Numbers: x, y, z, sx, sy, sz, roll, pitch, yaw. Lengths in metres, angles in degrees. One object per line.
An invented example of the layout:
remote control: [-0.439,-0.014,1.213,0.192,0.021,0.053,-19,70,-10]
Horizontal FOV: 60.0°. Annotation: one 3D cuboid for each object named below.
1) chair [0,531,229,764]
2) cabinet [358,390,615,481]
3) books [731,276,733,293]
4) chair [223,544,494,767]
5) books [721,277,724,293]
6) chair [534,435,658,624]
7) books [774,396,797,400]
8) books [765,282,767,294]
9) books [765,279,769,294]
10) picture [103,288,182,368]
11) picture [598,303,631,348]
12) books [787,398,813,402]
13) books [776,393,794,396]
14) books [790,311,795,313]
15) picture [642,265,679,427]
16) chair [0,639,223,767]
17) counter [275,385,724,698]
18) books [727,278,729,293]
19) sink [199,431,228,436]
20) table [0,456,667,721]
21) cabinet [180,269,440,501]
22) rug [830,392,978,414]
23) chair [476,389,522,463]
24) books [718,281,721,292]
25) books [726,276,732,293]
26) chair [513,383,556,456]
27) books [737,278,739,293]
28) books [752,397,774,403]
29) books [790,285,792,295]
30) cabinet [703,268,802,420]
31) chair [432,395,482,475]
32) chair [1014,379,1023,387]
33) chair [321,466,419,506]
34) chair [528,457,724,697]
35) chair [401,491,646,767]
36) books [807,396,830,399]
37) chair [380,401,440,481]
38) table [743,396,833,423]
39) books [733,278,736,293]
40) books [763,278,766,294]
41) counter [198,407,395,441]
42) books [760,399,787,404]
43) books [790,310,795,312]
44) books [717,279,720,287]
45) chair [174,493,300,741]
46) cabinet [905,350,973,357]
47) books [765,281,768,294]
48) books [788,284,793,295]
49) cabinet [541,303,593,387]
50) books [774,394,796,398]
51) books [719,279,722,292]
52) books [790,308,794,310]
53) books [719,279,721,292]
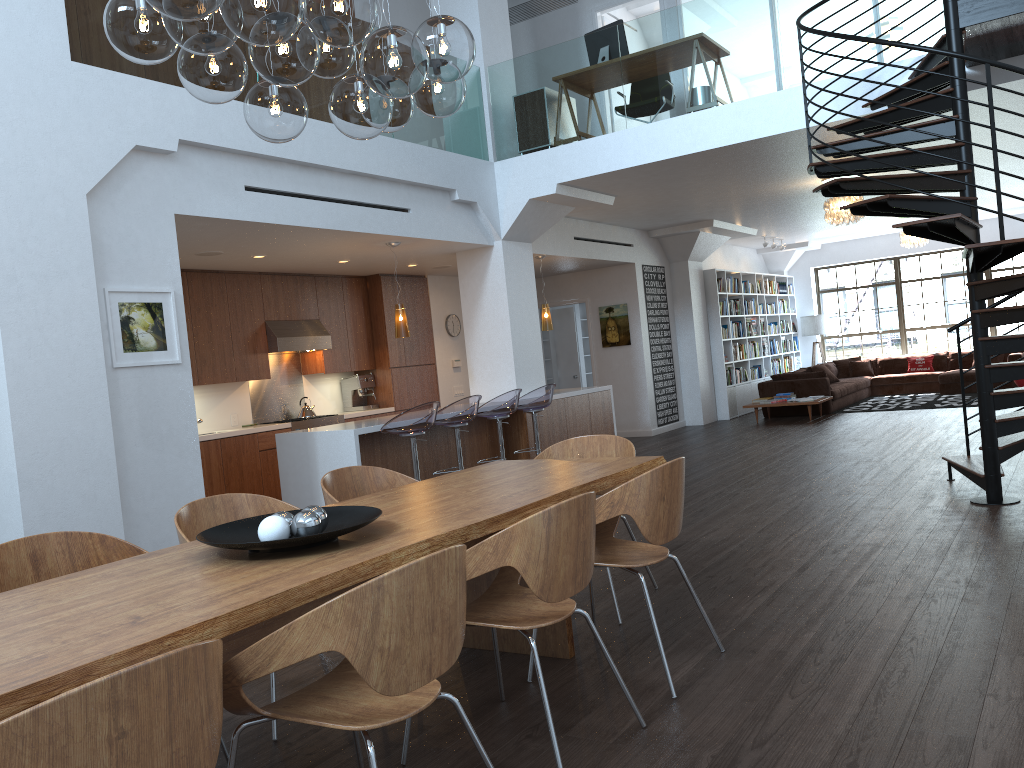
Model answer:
chair: [-1.403,0.924,2.935,0.618,0.833,0.629,-5,2,33]
cabinet: [-0.345,0.668,9.204,0.898,0.796,4.493,-5,2,33]
books: [3.594,-1.650,14.820,0.197,0.290,0.136,-5,2,33]
chair: [-0.384,0.837,2.277,0.618,0.833,0.629,-5,2,33]
books: [3.360,-1.601,14.443,0.170,0.251,0.118,-5,2,33]
chair: [0.355,0.706,4.520,0.629,0.833,0.618,-5,2,28]
books: [4.162,0.223,13.499,0.312,0.037,0.216,-5,2,23]
books: [4.619,-1.771,16.410,0.159,0.241,0.038,-5,2,33]
books: [4.687,-1.805,16.517,0.176,0.290,0.053,-5,2,33]
picture: [-2.394,-0.370,5.766,0.018,0.500,0.500,-5,2,33]
picture: [1.497,-0.849,12.936,0.450,0.600,0.030,-5,2,33]
books: [4.217,0.230,12.974,0.231,0.040,0.342,-6,1,-17]
books: [4.157,0.156,13.499,0.224,0.027,0.157,-5,2,38]
books: [5.482,-1.416,17.729,0.197,0.035,0.284,-6,2,-27]
picture: [2.235,-0.584,13.260,0.021,2.380,0.800,-5,2,33]
chair: [-0.817,0.897,1.630,0.618,0.833,0.629,-5,2,33]
counter: [-0.461,0.704,7.344,3.039,0.860,8.182,-6,1,4]
books: [3.491,-1.616,14.647,0.170,0.251,0.118,-5,2,33]
sink: [-3.087,0.582,8.811,0.440,0.137,0.740,-5,2,33]
table: [-0.679,0.893,2.906,1.012,0.750,3.803,-5,2,33]
cabinet: [-2.666,0.047,9.543,0.598,2.499,5.299,-5,2,33]
rug: [7.319,0.192,13.548,4.200,0.007,3.100,-5,2,34]
chair: [-0.102,0.565,8.230,0.481,1.014,0.530,-5,2,31]
books: [3.265,-1.565,14.301,0.167,0.210,0.162,-5,2,33]
books: [3.564,-1.647,14.766,0.176,0.293,0.125,-5,2,33]
chair: [0.239,0.518,8.759,0.481,1.014,0.530,-5,2,35]
books: [3.763,-1.656,15.060,0.182,0.255,0.077,-5,2,33]
books: [3.865,0.246,13.622,0.241,0.045,0.334,-5,2,35]
books: [5.527,-1.874,17.783,0.136,0.196,0.045,-5,2,33]
cabinet: [4.366,-0.785,16.098,0.461,2.414,4.500,-5,2,33]
chair: [-0.460,0.615,7.705,0.481,1.014,0.530,-5,2,31]
chair: [6.894,-0.212,11.374,0.798,1.006,0.801,-7,2,-32]
chair: [-0.555,0.806,4.219,0.618,0.833,0.629,-5,2,31]
chair: [0.431,0.721,3.568,0.617,0.830,0.629,-5,2,33]
chair: [0.012,0.781,2.928,0.618,0.833,0.629,-5,2,35]
books: [4.532,0.194,13.178,0.350,0.035,0.256,-7,2,-32]
chair: [-0.778,0.660,7.160,0.481,1.014,0.530,-5,2,35]
table: [4.121,0.390,13.208,1.100,0.271,0.853,-5,2,33]
books: [3.666,-1.640,14.899,0.182,0.253,0.098,-5,2,33]
books: [4.586,-1.794,16.322,0.140,0.298,0.044,-5,2,33]
counter: [-2.871,0.494,9.170,0.600,0.050,4.387,-5,2,33]
books: [3.886,0.260,13.201,0.340,0.035,0.236,-7,2,-32]
books: [5.479,-1.449,17.728,0.197,0.033,0.284,-7,2,-42]
books: [3.223,-1.562,14.220,0.182,0.215,0.188,-5,2,33]
chair: [-0.991,0.866,3.575,0.618,0.833,0.629,-5,2,33]
cabinet: [8.124,-0.277,16.579,1.520,0.625,0.350,-5,2,33]
books: [4.646,-1.777,16.447,0.171,0.246,0.057,-5,2,33]
books: [5.568,-1.898,17.851,0.140,0.231,0.042,-5,2,33]
cabinet: [0.863,-0.696,15.124,0.527,2.991,2.630,-5,2,33]
books: [4.157,0.188,13.504,0.279,0.035,0.191,-4,2,43]
books: [3.327,-1.580,14.378,0.161,0.222,0.084,-5,2,33]
books: [5.475,-1.482,17.722,0.174,0.032,0.254,-6,2,-22]
books: [3.307,-1.576,14.350,0.161,0.218,0.101,-5,2,33]
